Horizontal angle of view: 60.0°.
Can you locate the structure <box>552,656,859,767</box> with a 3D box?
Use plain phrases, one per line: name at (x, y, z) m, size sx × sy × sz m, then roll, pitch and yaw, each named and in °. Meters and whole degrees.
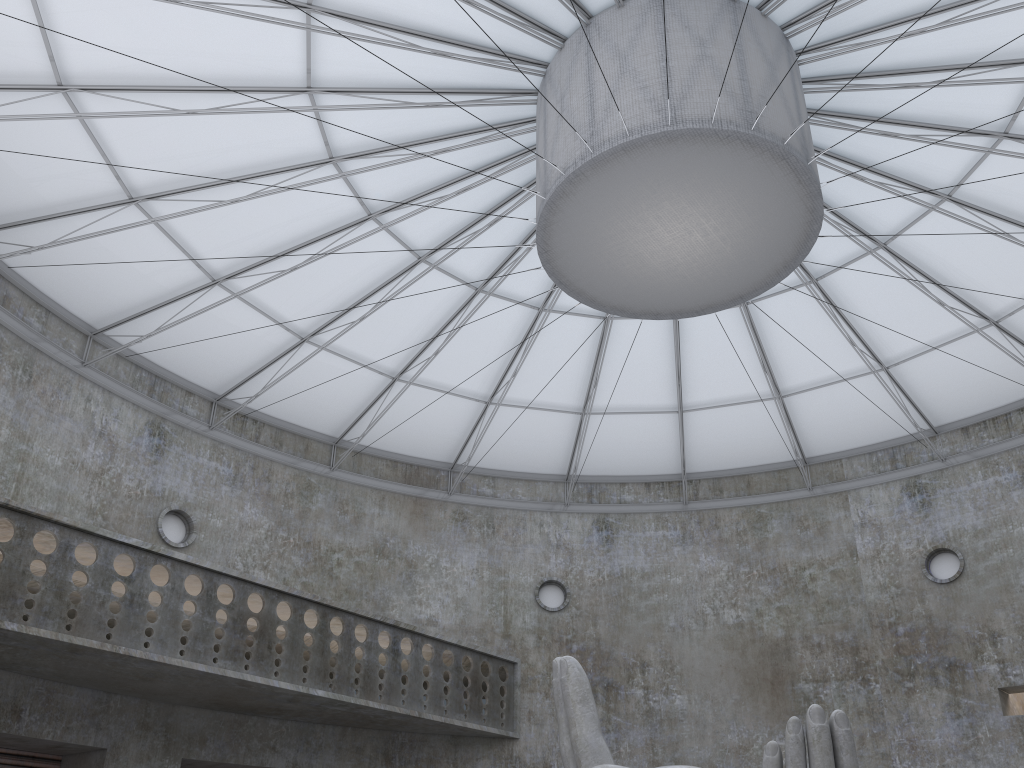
structure at (5.474, 6.722, 14.185) m, size 10.714 × 5.576 × 16.013 m, roll 2°, pitch -30°, yaw -2°
